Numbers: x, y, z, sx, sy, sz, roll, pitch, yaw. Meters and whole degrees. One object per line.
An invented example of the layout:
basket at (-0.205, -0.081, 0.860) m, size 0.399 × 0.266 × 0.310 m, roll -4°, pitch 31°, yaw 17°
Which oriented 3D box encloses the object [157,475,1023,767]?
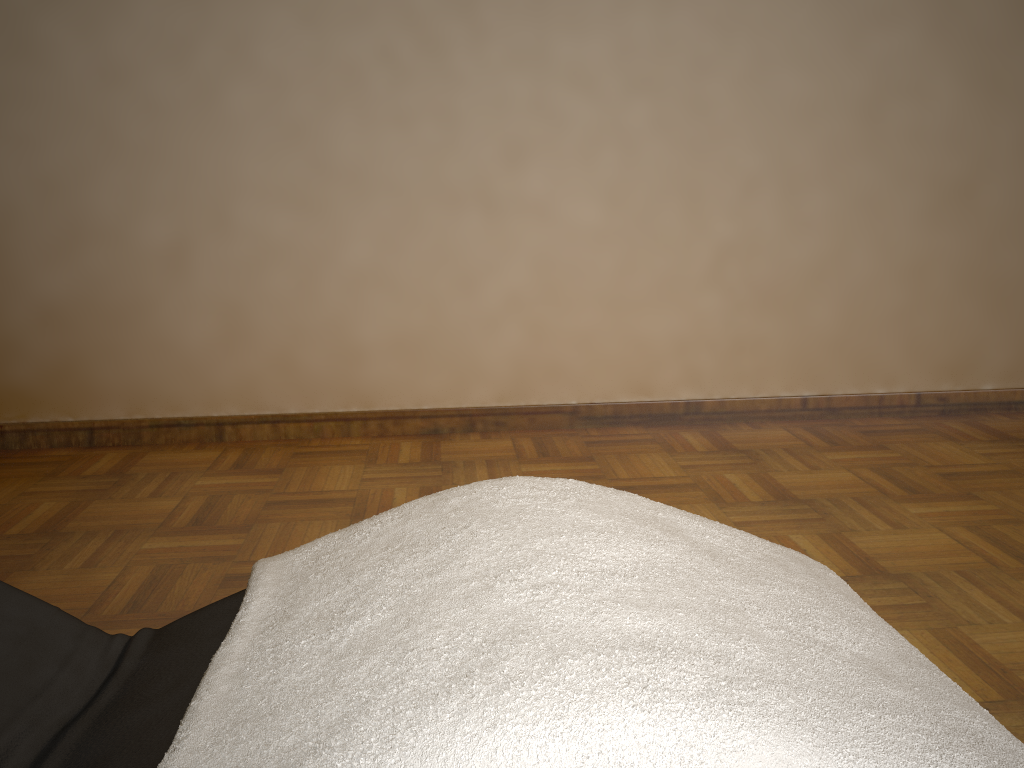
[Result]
object at (0.135, 0.433, 0.945) m, size 0.908 × 0.514 × 0.930 m, roll -2°, pitch 11°, yaw -5°

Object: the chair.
chair at (-0.395, 0.300, 0.898) m, size 1.788 × 0.789 × 0.644 m, roll -2°, pitch 9°, yaw -5°
